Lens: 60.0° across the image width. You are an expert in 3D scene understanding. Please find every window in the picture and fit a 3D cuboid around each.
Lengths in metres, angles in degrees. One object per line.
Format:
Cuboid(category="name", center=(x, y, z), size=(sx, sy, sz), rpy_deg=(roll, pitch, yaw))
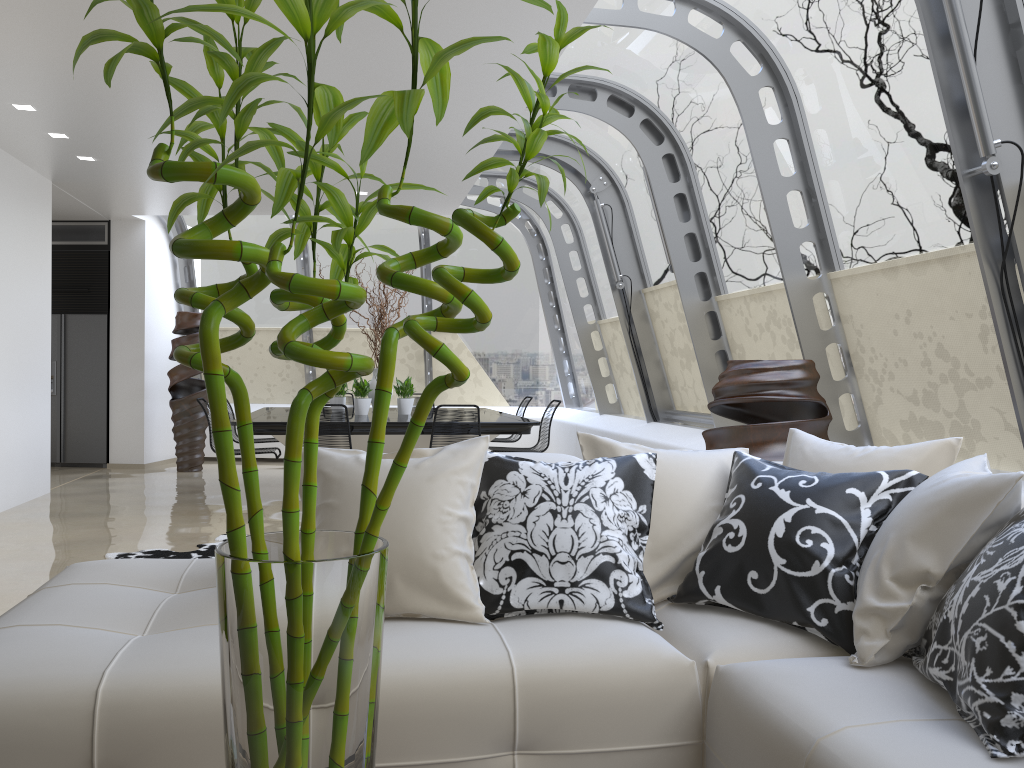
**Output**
Cuboid(category="window", center=(-5.438, -0.399, 4.947), size=(16.693, 3.674, 16.171), rpy_deg=(1, 1, -5))

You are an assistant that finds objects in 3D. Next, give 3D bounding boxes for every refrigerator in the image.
Cuboid(category="refrigerator", center=(-5.235, 0.053, 10.511), size=(1.006, 1.742, 0.234), rpy_deg=(1, 1, 3))

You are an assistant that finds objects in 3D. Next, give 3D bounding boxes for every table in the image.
Cuboid(category="table", center=(-1.249, 0.664, 8.564), size=(2.494, 0.759, 3.031), rpy_deg=(0, 1, -11))

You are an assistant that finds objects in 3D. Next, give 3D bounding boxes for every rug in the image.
Cuboid(category="rug", center=(-0.918, 1.078, 5.180), size=(3.220, 0.008, 2.705), rpy_deg=(0, 1, -11))

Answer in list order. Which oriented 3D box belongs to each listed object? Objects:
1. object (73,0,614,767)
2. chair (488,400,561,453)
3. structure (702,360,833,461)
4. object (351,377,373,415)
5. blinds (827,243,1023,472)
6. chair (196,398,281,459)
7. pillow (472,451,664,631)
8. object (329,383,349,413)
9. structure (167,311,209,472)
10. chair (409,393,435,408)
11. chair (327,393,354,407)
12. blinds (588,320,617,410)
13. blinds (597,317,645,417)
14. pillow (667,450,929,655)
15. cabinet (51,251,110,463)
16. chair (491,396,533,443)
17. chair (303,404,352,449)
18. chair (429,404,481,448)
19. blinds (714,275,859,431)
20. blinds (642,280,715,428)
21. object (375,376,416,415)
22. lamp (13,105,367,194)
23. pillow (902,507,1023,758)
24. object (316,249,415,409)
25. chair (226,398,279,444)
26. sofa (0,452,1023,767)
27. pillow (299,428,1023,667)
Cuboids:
Cuboid(category="object", center=(-0.220, -0.064, 1.074), size=(0.673, 1.546, 0.584), rpy_deg=(1, 1, 28))
Cuboid(category="chair", center=(0.091, 0.405, 8.214), size=(0.688, 0.519, 0.446), rpy_deg=(0, 1, -11))
Cuboid(category="structure", center=(1.232, 0.509, 4.295), size=(0.672, 1.258, 0.674), rpy_deg=(0, 1, -34))
Cuboid(category="object", center=(-1.403, 0.102, 8.251), size=(0.215, 0.369, 0.284), rpy_deg=(1, 1, 23))
Cuboid(category="blinds", center=(2.045, -0.098, 4.285), size=(0.329, 1.027, 1.430), rpy_deg=(0, 1, -11))
Cuboid(category="chair", center=(-2.383, 0.384, 7.754), size=(0.688, 0.519, 0.446), rpy_deg=(0, 1, -11))
Cuboid(category="pillow", center=(0.126, 0.438, 2.577), size=(0.604, 0.471, 0.394), rpy_deg=(1, 1, 5))
Cuboid(category="object", center=(-1.685, 0.095, 8.638), size=(0.215, 0.369, 0.284), rpy_deg=(1, 1, 28))
Cuboid(category="structure", center=(-3.699, 0.094, 10.194), size=(0.498, 1.843, 0.493), rpy_deg=(1, 1, 1))
Cuboid(category="chair", center=(-1.046, 0.373, 10.160), size=(0.446, 0.519, 0.688), rpy_deg=(0, 1, -11))
Cuboid(category="chair", center=(-1.956, 0.365, 9.990), size=(0.446, 0.519, 0.688), rpy_deg=(0, 1, -11))
Cuboid(category="blinds", center=(1.037, 0.357, 10.552), size=(0.663, 2.118, 1.829), rpy_deg=(0, 1, -11))
Cuboid(category="blinds", center=(1.198, -0.154, 8.825), size=(0.329, 1.027, 1.430), rpy_deg=(0, 1, -11))
Cuboid(category="pillow", center=(0.782, 0.457, 2.501), size=(0.405, 0.483, 0.599), rpy_deg=(0, 1, -42))
Cuboid(category="cabinet", center=(-5.810, -0.297, 10.840), size=(2.252, 2.558, 0.831), rpy_deg=(1, 1, 4))
Cuboid(category="chair", center=(-0.143, 0.389, 9.469), size=(0.688, 0.519, 0.446), rpy_deg=(0, 1, -11))
Cuboid(category="chair", center=(-1.454, 0.402, 6.901), size=(0.446, 0.519, 0.688), rpy_deg=(0, 1, -11))
Cuboid(category="chair", center=(-0.473, 0.411, 7.084), size=(0.446, 0.519, 0.688), rpy_deg=(0, 1, -11))
Cuboid(category="blinds", center=(1.763, -0.117, 5.798), size=(0.329, 1.027, 1.430), rpy_deg=(0, 1, -11))
Cuboid(category="blinds", center=(1.454, -0.229, 7.303), size=(0.387, 1.214, 1.376), rpy_deg=(0, 1, -11))
Cuboid(category="object", center=(-1.091, 0.053, 8.444), size=(0.417, 0.476, 0.238), rpy_deg=(1, 1, 18))
Cuboid(category="lamp", center=(-5.299, -1.844, 2.994), size=(9.775, 0.004, 9.928), rpy_deg=(0, 1, -10))
Cuboid(category="pillow", center=(1.059, 0.438, 1.795), size=(0.382, 0.467, 0.608), rpy_deg=(1, 1, 9))
Cuboid(category="object", center=(-1.420, -0.493, 8.561), size=(1.031, 1.549, 1.135), rpy_deg=(0, 1, -18))
Cuboid(category="chair", center=(-2.616, 0.368, 9.008), size=(0.688, 0.519, 0.446), rpy_deg=(0, 1, -11))
Cuboid(category="sofa", center=(0.364, 0.703, 1.424), size=(3.257, 0.866, 4.169), rpy_deg=(0, 1, -11))
Cuboid(category="pillow", center=(0.907, 0.423, 1.869), size=(1.656, 0.530, 3.322), rpy_deg=(0, 1, -40))
